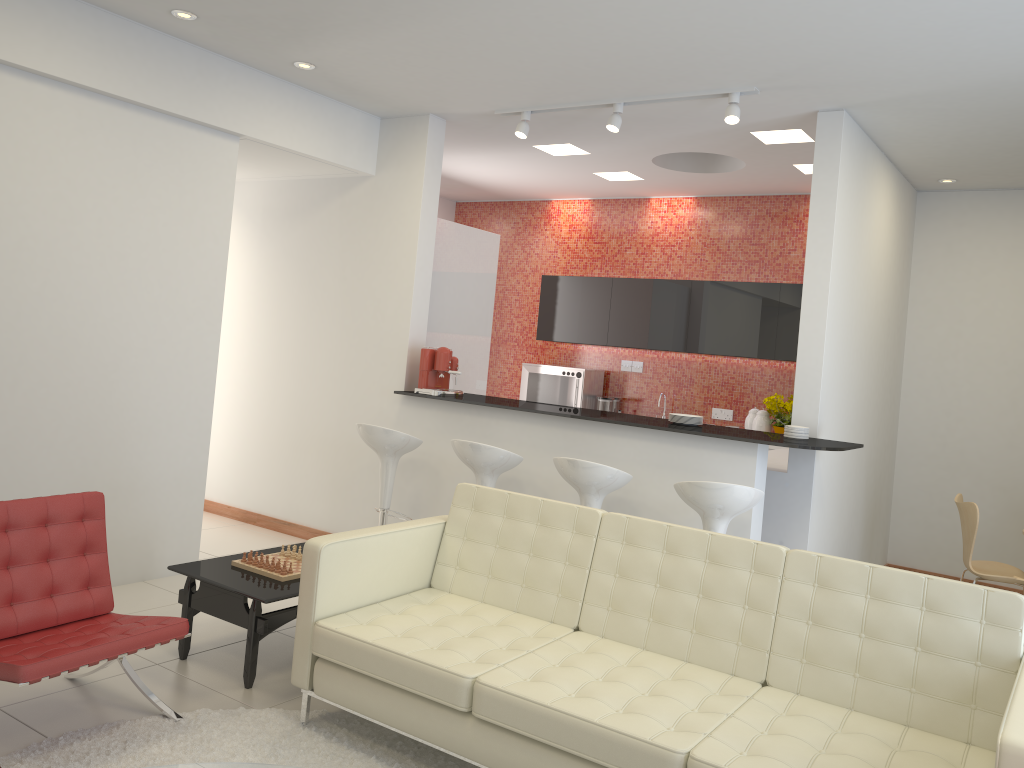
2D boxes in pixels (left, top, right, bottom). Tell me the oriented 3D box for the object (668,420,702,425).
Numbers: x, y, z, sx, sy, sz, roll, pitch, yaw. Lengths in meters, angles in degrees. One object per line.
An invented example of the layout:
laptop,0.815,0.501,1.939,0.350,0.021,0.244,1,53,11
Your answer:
object,1.073,0.242,5.475,0.210,0.015,0.210,5,2,-12

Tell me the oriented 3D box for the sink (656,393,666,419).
sink,1.365,0.349,8.262,0.810,0.538,0.415,6,1,34

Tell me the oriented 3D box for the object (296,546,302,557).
object,-1.067,0.841,4.452,0.030,0.055,0.030,5,0,41

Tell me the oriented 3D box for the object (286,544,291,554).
object,-1.134,0.839,4.497,0.030,0.044,0.030,5,0,41

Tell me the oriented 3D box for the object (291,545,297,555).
object,-1.101,0.838,4.475,0.030,0.052,0.030,5,0,26

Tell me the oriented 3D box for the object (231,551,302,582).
object,-1.099,0.881,4.302,0.361,0.021,0.359,7,3,34

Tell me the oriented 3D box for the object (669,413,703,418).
object,1.077,0.200,5.476,0.210,0.015,0.210,5,2,-12

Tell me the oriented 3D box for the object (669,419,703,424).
object,1.074,0.235,5.475,0.210,0.015,0.210,5,2,-12

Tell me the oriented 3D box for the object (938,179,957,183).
object,3.402,-1.586,6.919,0.129,0.010,0.129,5,2,-11

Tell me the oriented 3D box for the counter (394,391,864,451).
counter,0.605,0.208,5.646,2.972,0.019,0.734,7,3,34

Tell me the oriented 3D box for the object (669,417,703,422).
object,1.075,0.221,5.476,0.210,0.015,0.210,5,2,-12

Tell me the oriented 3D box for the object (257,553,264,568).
object,-1.189,0.833,4.198,0.030,0.069,0.030,5,-1,41

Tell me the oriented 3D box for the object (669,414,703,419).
object,1.076,0.207,5.476,0.210,0.015,0.210,5,2,-12

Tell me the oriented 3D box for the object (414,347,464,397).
object,-0.442,-0.087,6.163,0.321,0.337,0.320,6,1,34

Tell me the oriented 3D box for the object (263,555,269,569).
object,-1.156,0.839,4.176,0.030,0.064,0.030,5,-1,41

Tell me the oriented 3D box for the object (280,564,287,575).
object,-1.058,0.861,4.108,0.030,0.044,0.030,5,0,41

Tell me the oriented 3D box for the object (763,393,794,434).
object,2.370,0.291,7.469,0.523,0.449,0.501,6,1,36

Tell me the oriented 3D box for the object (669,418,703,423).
object,1.075,0.228,5.476,0.210,0.015,0.210,5,2,-12

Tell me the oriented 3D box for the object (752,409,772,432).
object,2.151,0.353,7.612,0.159,0.283,0.159,5,0,-4

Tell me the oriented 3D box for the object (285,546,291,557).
object,-1.123,0.839,4.442,0.030,0.050,0.030,5,0,41

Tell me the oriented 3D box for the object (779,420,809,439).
object,1.653,0.262,5.192,0.173,0.097,0.140,6,1,27

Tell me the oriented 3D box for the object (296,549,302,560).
object,-1.057,0.847,4.397,0.030,0.050,0.030,5,0,41

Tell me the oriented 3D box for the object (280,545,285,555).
object,-1.156,0.835,4.464,0.030,0.050,0.030,5,0,41

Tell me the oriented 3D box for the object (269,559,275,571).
object,-1.124,0.848,4.153,0.030,0.055,0.030,5,0,41

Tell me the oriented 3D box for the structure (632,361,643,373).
structure,1.230,-0.167,8.681,0.114,0.104,0.008,6,-1,34

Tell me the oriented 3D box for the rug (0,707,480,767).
rug,-0.315,1.462,2.298,3.336,0.004,2.437,7,3,35

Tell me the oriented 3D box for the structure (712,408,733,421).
structure,1.940,0.280,8.165,0.198,0.099,0.016,6,0,34

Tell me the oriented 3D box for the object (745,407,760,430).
object,2.135,0.344,7.802,0.159,0.283,0.159,5,0,-4

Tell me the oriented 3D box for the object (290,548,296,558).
object,-1.090,0.843,4.419,0.030,0.050,0.030,5,0,41

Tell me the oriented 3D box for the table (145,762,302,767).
table,-0.750,1.247,1.644,1.324,0.404,1.534,6,2,33

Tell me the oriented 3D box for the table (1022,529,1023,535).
table,4.164,1.404,5.016,2.268,0.730,1.276,7,2,35

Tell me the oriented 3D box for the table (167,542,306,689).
table,-1.095,1.103,4.324,0.702,0.422,0.914,6,2,34

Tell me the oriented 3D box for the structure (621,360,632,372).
structure,1.131,-0.179,8.745,0.114,0.104,0.013,6,-1,34

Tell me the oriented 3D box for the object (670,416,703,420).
object,1.076,0.214,5.476,0.210,0.015,0.210,5,2,-12

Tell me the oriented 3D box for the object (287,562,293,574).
object,-1.036,0.859,4.142,0.030,0.050,0.030,5,0,41
